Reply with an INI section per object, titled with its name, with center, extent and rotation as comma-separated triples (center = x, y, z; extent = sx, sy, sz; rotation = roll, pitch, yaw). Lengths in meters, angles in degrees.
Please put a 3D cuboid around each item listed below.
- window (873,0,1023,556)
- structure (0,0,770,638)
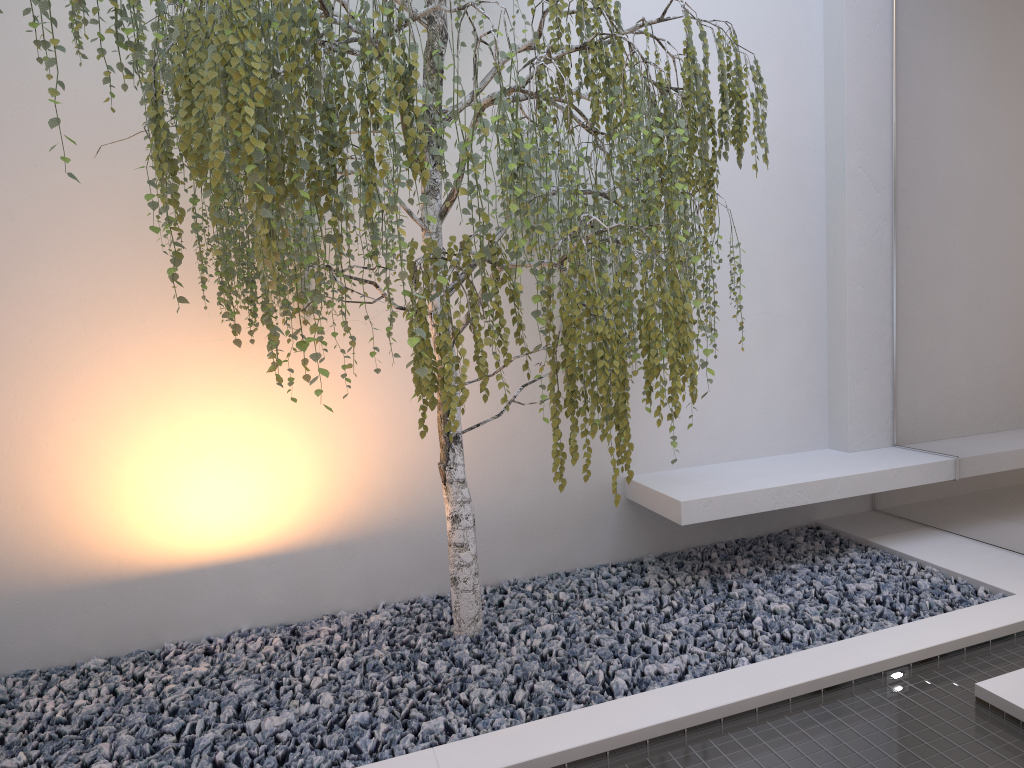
[window]
center = 2.244, -0.817, 3.293
extent = 0.055, 3.296, 2.555
rotation = -7, 7, -14
[structure]
center = -0.214, -1.002, 2.689
extent = 2.681, 4.041, 1.566
rotation = -8, 8, -25
